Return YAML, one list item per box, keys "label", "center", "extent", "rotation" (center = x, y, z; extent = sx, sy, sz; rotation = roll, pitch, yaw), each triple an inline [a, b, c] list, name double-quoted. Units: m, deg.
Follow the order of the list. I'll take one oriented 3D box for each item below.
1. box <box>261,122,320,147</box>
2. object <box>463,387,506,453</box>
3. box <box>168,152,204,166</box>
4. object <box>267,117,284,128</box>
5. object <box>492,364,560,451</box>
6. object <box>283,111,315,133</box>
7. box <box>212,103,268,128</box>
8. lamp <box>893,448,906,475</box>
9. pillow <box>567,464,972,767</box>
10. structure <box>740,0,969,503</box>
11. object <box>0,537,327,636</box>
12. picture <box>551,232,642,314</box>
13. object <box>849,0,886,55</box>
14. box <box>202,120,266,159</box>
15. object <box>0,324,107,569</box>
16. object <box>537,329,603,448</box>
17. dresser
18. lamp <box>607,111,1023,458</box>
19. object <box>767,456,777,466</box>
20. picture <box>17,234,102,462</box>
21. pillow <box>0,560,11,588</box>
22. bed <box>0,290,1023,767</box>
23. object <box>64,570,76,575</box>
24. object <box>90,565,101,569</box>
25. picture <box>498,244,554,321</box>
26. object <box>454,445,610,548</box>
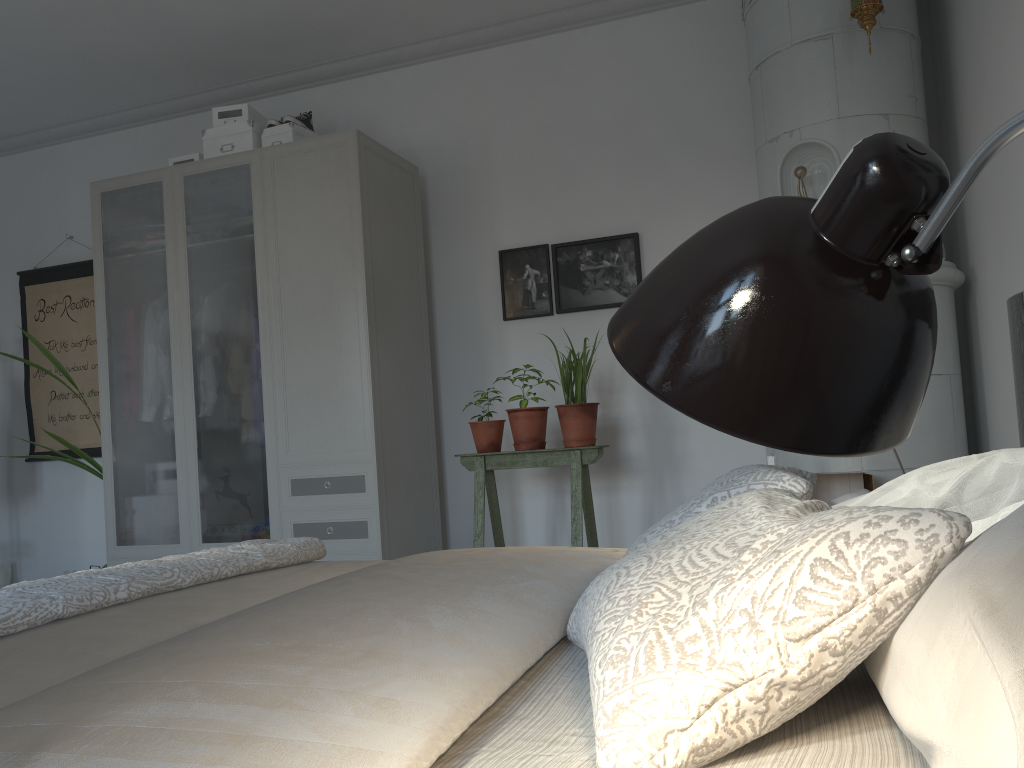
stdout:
- label: "box"
  center: [-1.033, -1.105, 4.168]
  extent: [0.182, 0.158, 0.227]
  rotation: [-5, -4, 24]
- label: "object"
  center: [-0.119, 0.159, 3.825]
  extent: [0.194, 0.277, 0.177]
  rotation: [-3, -3, -14]
- label: "box"
  center: [-1.531, -1.034, 4.341]
  extent: [0.180, 0.107, 0.223]
  rotation: [-5, -4, 19]
- label: "object"
  center: [-1.092, -1.231, 4.197]
  extent: [0.080, 0.110, 0.213]
  rotation: [-5, -4, 13]
- label: "object"
  center: [0.062, 0.094, 3.744]
  extent: [0.258, 0.369, 0.234]
  rotation: [-6, -3, 31]
- label: "object"
  center: [-0.994, -1.239, 4.163]
  extent: [0.080, 0.110, 0.213]
  rotation: [-5, -4, 25]
- label: "box"
  center: [-1.308, -1.251, 4.278]
  extent: [0.180, 0.107, 0.225]
  rotation: [-4, -4, 9]
- label: "lamp"
  center: [1.054, 0.432, 2.355]
  extent: [0.450, 0.935, 0.825]
  rotation: [-6, -4, 37]
- label: "pillow"
  center: [0.289, 0.242, 1.261]
  extent: [0.416, 0.225, 1.147]
  rotation: [-5, -4, 12]
- label: "structure"
  center: [1.082, -0.381, 3.279]
  extent: [1.247, 2.833, 0.801]
  rotation: [-2, -3, -26]
- label: "object"
  center: [-0.891, 0.424, 1.710]
  extent: [0.405, 0.104, 1.461]
  rotation: [-5, -4, 19]
- label: "picture"
  center: [0.396, -0.513, 4.138]
  extent: [0.415, 0.329, 0.037]
  rotation: [-5, -3, 19]
- label: "object"
  center: [1.189, -1.357, 2.992]
  extent: [0.105, 0.505, 0.117]
  rotation: [-3, -3, -8]
- label: "box"
  center: [-1.277, -1.104, 4.253]
  extent: [0.281, 0.199, 0.285]
  rotation: [-5, -4, 19]
- label: "object"
  center: [-2.131, 0.476, 4.546]
  extent: [1.043, 1.552, 0.289]
  rotation: [-1, -4, -41]
- label: "object"
  center: [0.252, 0.012, 3.673]
  extent: [0.300, 0.498, 0.334]
  rotation: [-4, -3, 2]
- label: "dresser"
  center: [-1.161, 0.070, 4.210]
  extent: [1.433, 2.161, 0.631]
  rotation: [-5, -3, 19]
- label: "lamp"
  center: [0.272, 0.337, 0.100]
  extent: [0.450, 0.935, 0.801]
  rotation: [-4, -3, 1]
- label: "object"
  center: [0.895, 0.589, 2.958]
  extent: [0.091, 0.718, 0.091]
  rotation: [-5, -3, 28]
- label: "picture"
  center: [-2.538, -0.223, 5.146]
  extent: [0.793, 1.312, 0.057]
  rotation: [-5, -3, 19]
- label: "pillow"
  center: [-3.078, 1.197, 5.107]
  extent: [0.273, 0.314, 0.317]
  rotation: [-5, -3, 20]
- label: "bed"
  center: [-0.097, 0.390, 1.425]
  extent: [2.177, 1.045, 1.889]
  rotation: [-5, -4, 19]
- label: "object"
  center: [-2.364, 1.041, 4.745]
  extent: [0.060, 0.081, 0.060]
  rotation: [-3, -3, -16]
- label: "object"
  center: [-2.019, 1.060, 4.307]
  extent: [0.138, 0.351, 0.132]
  rotation: [-6, -4, 41]
- label: "picture"
  center: [0.066, -0.486, 4.257]
  extent: [0.250, 0.341, 0.022]
  rotation: [-5, -3, 19]
- label: "object"
  center: [0.104, 0.665, 3.742]
  extent: [0.671, 0.774, 0.431]
  rotation: [-5, -3, 19]
